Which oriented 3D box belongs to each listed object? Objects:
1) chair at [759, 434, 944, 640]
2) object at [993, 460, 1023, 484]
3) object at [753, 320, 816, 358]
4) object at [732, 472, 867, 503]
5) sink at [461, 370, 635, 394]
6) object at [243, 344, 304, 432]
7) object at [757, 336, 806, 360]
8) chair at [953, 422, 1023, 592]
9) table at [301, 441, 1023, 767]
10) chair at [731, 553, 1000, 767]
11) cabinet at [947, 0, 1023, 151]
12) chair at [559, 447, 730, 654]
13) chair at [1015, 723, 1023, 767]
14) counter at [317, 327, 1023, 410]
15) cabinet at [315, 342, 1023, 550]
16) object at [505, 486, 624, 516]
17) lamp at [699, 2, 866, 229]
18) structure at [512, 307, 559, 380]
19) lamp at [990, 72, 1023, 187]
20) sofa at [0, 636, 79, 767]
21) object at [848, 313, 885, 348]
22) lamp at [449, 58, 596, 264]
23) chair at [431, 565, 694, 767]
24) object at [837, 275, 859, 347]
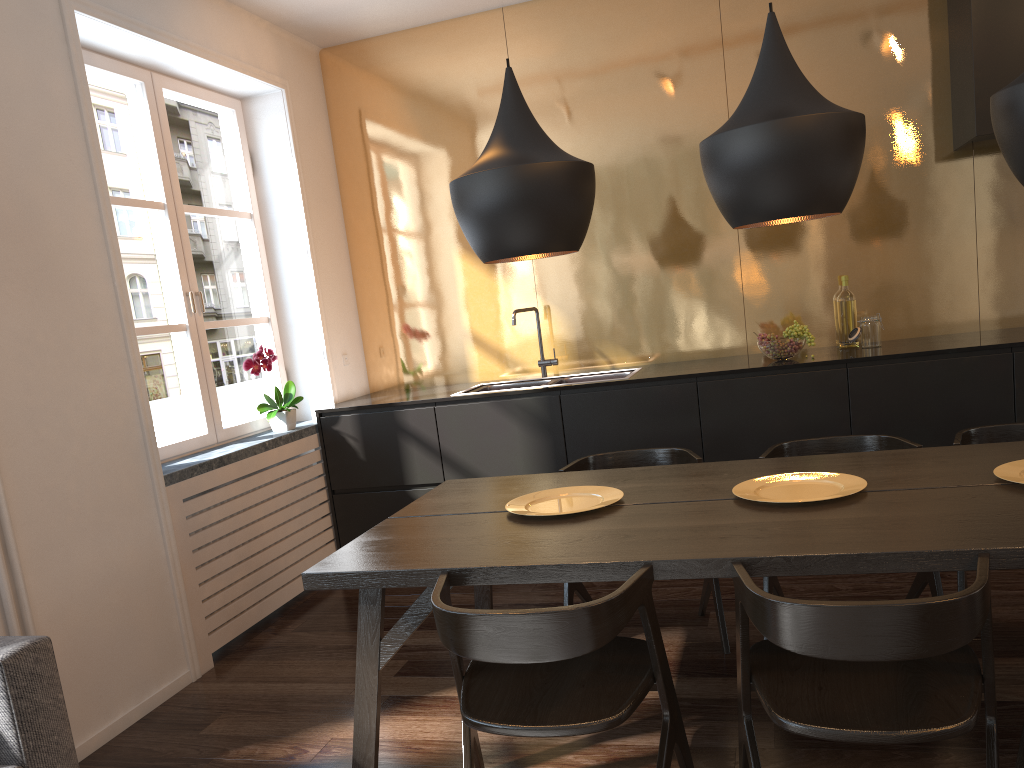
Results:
[{"bbox_3d":[1.145,0.553,3.056,0.594,0.678,0.513,-5,8,15],"label":"chair"},{"bbox_3d":[1.431,0.228,2.256,0.356,0.017,0.352,-5,5,20],"label":"object"},{"bbox_3d":[1.236,-0.197,4.017,0.239,0.175,0.176,-7,7,2],"label":"object"},{"bbox_3d":[0.794,0.291,2.451,0.355,0.017,0.352,-7,5,-2],"label":"object"},{"bbox_3d":[1.375,-0.154,4.078,3.420,0.246,0.476,-6,6,16],"label":"sink"},{"bbox_3d":[-1.146,0.021,4.301,0.229,0.442,0.402,-8,7,-7],"label":"object"},{"bbox_3d":[1.234,-0.160,4.039,0.217,0.098,0.218,-10,6,-26],"label":"object"},{"bbox_3d":[1.726,0.496,2.879,0.594,0.678,0.513,-5,8,16],"label":"chair"},{"bbox_3d":[0.842,0.639,2.466,2.505,0.686,1.094,-6,6,17],"label":"table"},{"bbox_3d":[0.760,0.704,1.905,0.594,0.678,0.513,-5,8,17],"label":"chair"},{"bbox_3d":[2.848,-1.663,3.500,1.959,1.062,0.525,-5,8,17],"label":"cabinet"},{"bbox_3d":[0.475,0.617,3.291,0.594,0.678,0.513,-5,8,13],"label":"chair"},{"bbox_3d":[1.344,0.646,1.726,0.594,0.678,0.513,-5,8,15],"label":"chair"},{"bbox_3d":[1.514,-0.149,4.083,5.069,0.002,0.724,-6,5,17],"label":"counter"},{"bbox_3d":[1.570,0.296,4.154,5.072,0.910,0.724,-6,8,17],"label":"cabinet"},{"bbox_3d":[0.157,0.354,2.646,0.356,0.017,0.352,-5,5,20],"label":"object"},{"bbox_3d":[0.687,-0.695,2.279,0.410,0.547,0.407,-8,8,-7],"label":"lamp"},{"bbox_3d":[0.126,-0.204,4.587,0.109,0.389,0.262,-1,10,32],"label":"structure"},{"bbox_3d":[1.353,-0.761,2.075,0.408,0.547,0.409,-11,8,-25],"label":"lamp"},{"bbox_3d":[-1.495,1.092,0.743,2.043,0.679,3.033,-6,5,17],"label":"sofa"},{"bbox_3d":[1.645,-0.245,4.099,0.176,0.153,0.087,-8,8,-6],"label":"object"},{"bbox_3d":[0.021,-0.629,2.483,0.407,0.547,0.410,-13,10,-39],"label":"lamp"},{"bbox_3d":[0.107,0.769,2.099,0.594,0.678,0.513,-5,8,15],"label":"chair"},{"bbox_3d":[1.612,-0.351,4.255,0.091,0.343,0.091,-10,9,-16],"label":"object"}]
